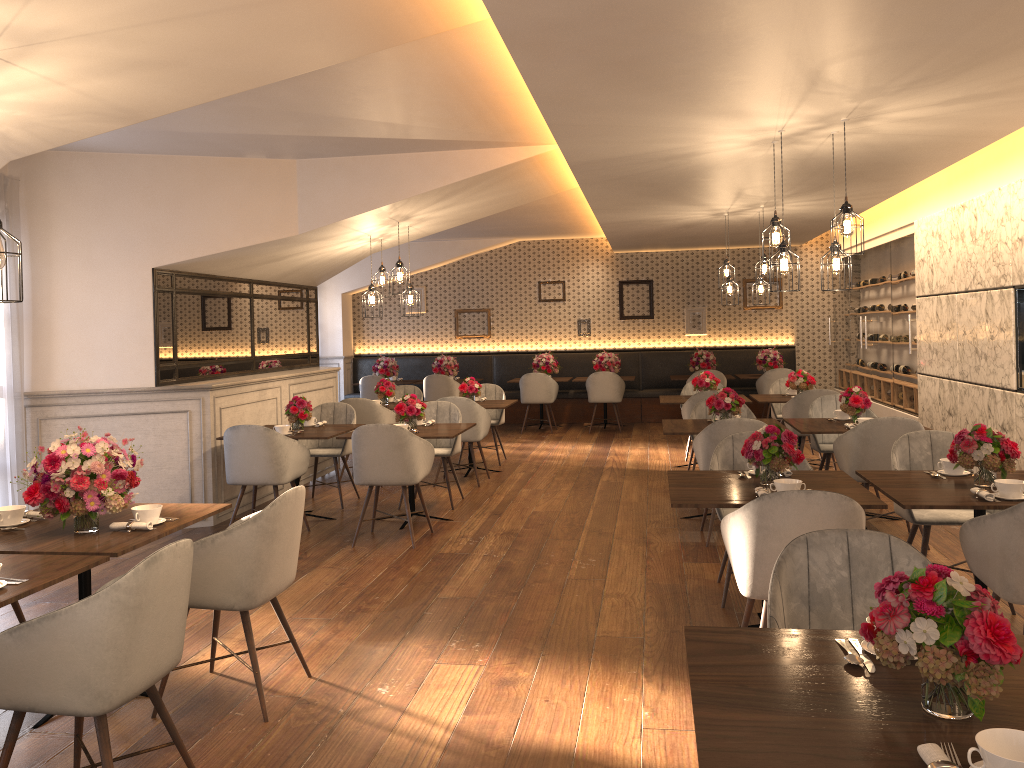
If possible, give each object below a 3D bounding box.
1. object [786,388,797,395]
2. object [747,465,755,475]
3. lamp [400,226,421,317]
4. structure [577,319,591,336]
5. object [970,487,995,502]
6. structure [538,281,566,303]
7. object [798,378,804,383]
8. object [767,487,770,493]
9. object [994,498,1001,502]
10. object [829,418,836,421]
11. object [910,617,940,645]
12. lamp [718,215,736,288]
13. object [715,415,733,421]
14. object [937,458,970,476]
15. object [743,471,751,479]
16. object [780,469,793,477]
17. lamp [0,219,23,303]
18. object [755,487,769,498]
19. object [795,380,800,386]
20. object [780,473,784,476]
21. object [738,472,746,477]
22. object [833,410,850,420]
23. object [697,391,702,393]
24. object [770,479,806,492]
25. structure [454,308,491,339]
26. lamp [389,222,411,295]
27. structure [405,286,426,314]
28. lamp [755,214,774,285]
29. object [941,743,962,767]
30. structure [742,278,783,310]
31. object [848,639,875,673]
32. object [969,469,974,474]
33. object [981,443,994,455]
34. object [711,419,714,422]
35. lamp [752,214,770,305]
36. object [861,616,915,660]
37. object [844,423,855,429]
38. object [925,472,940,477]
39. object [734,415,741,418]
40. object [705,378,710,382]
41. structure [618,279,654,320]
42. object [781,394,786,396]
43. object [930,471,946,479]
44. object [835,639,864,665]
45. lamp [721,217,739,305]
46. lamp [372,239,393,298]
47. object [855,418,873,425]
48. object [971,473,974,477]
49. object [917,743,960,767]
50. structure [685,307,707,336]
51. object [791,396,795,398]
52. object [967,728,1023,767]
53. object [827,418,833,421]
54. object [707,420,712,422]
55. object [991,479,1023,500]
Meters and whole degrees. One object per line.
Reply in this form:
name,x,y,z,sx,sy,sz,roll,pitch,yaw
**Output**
object,2.980,0.079,9.385,0.148,0.072,0.148,-2,3,-13
object,1.285,0.427,4.537,0.148,0.072,0.148,-4,4,-38
lamp,-0.961,-1.657,8.176,0.175,2.070,0.175,-1,0,11
structure,1.157,-0.901,14.183,0.216,0.277,0.018,-1,0,9
object,2.020,0.472,3.804,0.056,0.039,0.176,-1,3,9
structure,0.643,-1.490,14.261,0.449,0.345,0.016,-1,0,9
object,2.925,-0.042,9.005,0.048,0.052,0.076,-2,3,-12
object,1.149,0.491,3.952,0.025,0.024,0.193,-1,4,9
object,2.056,0.477,3.808,0.025,0.024,0.193,-1,4,9
object,2.513,0.280,6.922,0.022,0.004,0.211,-1,4,9
object,0.795,0.471,1.717,0.048,0.052,0.076,-1,3,14
lamp,2.269,-2.062,9.439,0.175,2.070,0.175,-1,0,11
object,1.686,0.257,7.079,0.148,0.072,0.148,-2,3,-13
object,2.192,0.413,4.394,0.148,0.072,0.148,-4,4,-38
object,1.204,0.465,4.523,0.022,0.004,0.211,-1,4,9
object,1.398,0.442,4.520,0.056,0.039,0.176,-1,3,9
lamp,-1.781,-1.310,2.988,0.175,2.070,0.175,-1,0,11
object,1.113,0.486,3.948,0.056,0.039,0.176,-1,3,9
object,2.905,-0.012,9.021,0.049,0.052,0.077,-1,3,19
object,1.362,0.451,4.515,0.025,0.024,0.193,-1,4,9
object,1.171,0.459,4.536,0.043,0.015,0.197,-1,4,5
object,2.593,0.243,6.936,0.148,0.072,0.148,-2,3,-13
object,2.073,0.093,9.528,0.148,0.072,0.148,-2,3,-13
object,1.225,0.467,3.930,0.148,0.072,0.148,-4,4,-38
structure,-0.642,-0.984,14.458,0.601,0.485,0.032,-1,0,9
lamp,-1.018,-1.829,7.851,0.175,2.070,0.175,-1,0,11
structure,-1.591,-1.387,14.605,0.340,0.440,0.034,-1,0,9
lamp,2.507,-2.032,8.864,0.175,2.070,0.175,-1,0,11
object,0.759,0.657,1.484,0.025,0.024,0.193,-1,4,9
structure,3.890,-1.395,13.738,0.601,0.485,0.032,-1,0,9
object,0.815,0.630,2.055,0.022,0.004,0.211,-1,4,9
object,2.305,0.428,4.376,0.056,0.039,0.176,-1,3,9
object,2.137,0.291,4.014,0.048,0.052,0.076,-2,3,-12
object,1.606,0.294,7.066,0.022,0.004,0.211,-1,4,9
lamp,2.563,-1.860,9.190,0.175,2.070,0.175,-1,0,11
object,0.895,0.592,2.069,0.148,0.072,0.148,-4,4,-38
object,2.422,0.301,6.347,0.056,0.039,0.176,-1,3,9
object,2.078,0.445,4.392,0.043,0.015,0.197,-1,4,5
object,1.799,0.272,7.062,0.056,0.039,0.176,-1,3,9
object,2.016,-0.038,9.181,0.045,0.052,0.077,-2,3,-29
structure,1.972,-1.334,14.050,0.544,0.632,0.035,-1,0,9
object,2.874,0.111,9.382,0.043,0.015,0.197,-1,4,13
object,2.112,0.451,4.380,0.022,0.004,0.211,-1,4,9
object,0.781,0.624,2.068,0.043,0.015,0.197,-1,4,5
lamp,2.222,-1.847,9.116,0.175,2.070,0.175,-1,0,11
lamp,-1.256,-1.859,8.425,0.175,2.070,0.175,-1,0,11
object,2.534,0.283,6.329,0.148,0.072,0.148,-2,3,-13
object,2.270,0.436,4.372,0.025,0.024,0.193,-1,4,9
object,0.723,0.651,1.480,0.056,0.039,0.176,-1,3,9
structure,2.888,-0.985,13.901,0.340,0.440,0.034,-1,0,9
object,2.808,0.137,8.795,0.056,0.039,0.176,-1,3,9
object,0.836,0.632,1.462,0.148,0.072,0.148,0,3,31
object,2.487,0.275,6.933,0.043,0.015,0.197,-1,4,13
object,1.572,0.289,7.078,0.043,0.015,0.197,-1,4,5
object,2.133,0.453,3.787,0.148,0.072,0.148,-4,4,-38
